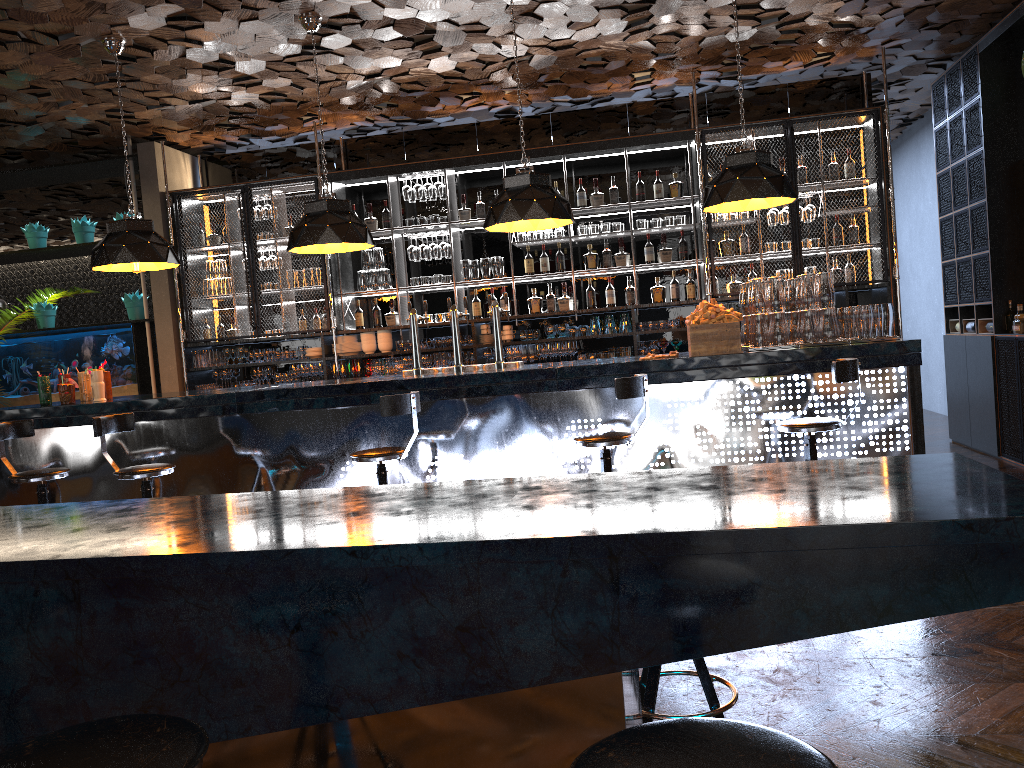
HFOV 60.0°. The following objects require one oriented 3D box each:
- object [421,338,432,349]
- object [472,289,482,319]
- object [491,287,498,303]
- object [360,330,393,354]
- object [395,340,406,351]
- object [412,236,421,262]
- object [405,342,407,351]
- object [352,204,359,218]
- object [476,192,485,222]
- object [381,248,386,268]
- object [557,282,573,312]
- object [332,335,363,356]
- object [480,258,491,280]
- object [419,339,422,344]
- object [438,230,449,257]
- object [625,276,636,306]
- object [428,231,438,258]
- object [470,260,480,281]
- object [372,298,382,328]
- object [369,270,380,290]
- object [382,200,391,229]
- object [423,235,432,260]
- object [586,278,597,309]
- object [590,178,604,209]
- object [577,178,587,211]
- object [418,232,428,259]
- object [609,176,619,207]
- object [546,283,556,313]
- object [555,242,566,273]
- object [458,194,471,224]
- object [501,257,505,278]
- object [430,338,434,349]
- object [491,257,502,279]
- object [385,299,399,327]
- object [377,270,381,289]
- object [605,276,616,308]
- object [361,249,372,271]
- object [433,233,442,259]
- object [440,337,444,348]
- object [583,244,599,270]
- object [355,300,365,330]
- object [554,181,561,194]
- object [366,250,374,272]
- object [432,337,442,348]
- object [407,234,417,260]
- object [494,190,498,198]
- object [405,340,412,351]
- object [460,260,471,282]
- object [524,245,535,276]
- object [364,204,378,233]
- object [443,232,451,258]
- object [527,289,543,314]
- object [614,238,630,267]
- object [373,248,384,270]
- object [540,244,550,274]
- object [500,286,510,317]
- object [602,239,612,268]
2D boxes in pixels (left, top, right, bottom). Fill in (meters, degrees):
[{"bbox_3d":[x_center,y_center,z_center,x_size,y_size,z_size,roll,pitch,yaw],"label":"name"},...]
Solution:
[{"bbox_3d":[-0.816,-0.386,8.483,0.109,0.100,0.109,-5,3,-7],"label":"object"},{"bbox_3d":[-0.341,-0.766,8.539,0.086,0.299,0.086,-6,3,-31],"label":"object"},{"bbox_3d":[-0.182,-0.780,8.537,0.086,0.298,0.086,-6,3,-31],"label":"object"},{"bbox_3d":[-1.309,-0.408,8.586,0.309,0.216,0.149,-4,3,7],"label":"object"},{"bbox_3d":[-1.062,-0.364,8.464,0.100,0.100,0.089,-4,3,14],"label":"object"},{"bbox_3d":[-0.935,-1.324,8.672,0.092,0.244,0.092,-6,3,-30],"label":"object"},{"bbox_3d":[-1.050,-0.370,8.577,0.100,0.100,0.089,-6,3,-18],"label":"object"},{"bbox_3d":[-1.545,-1.614,8.713,0.086,0.298,0.086,-6,3,-31],"label":"object"},{"bbox_3d":[-0.303,-1.690,8.470,0.083,0.282,0.083,-5,3,-5],"label":"object"},{"bbox_3d":[-1.301,-1.229,8.756,0.105,0.209,0.105,-7,3,-35],"label":"object"},{"bbox_3d":[0.502,-0.818,8.375,0.123,0.279,0.123,-4,3,23],"label":"object"},{"bbox_3d":[-1.607,-0.377,8.671,0.306,0.195,0.300,-4,3,11],"label":"object"},{"bbox_3d":[-0.249,-1.093,8.462,0.105,0.209,0.105,-7,3,-35],"label":"object"},{"bbox_3d":[-0.930,-0.387,8.723,0.089,0.100,0.100,-5,3,3],"label":"object"},{"bbox_3d":[-0.654,-1.337,8.457,0.092,0.244,0.092,-6,3,-30],"label":"object"},{"bbox_3d":[1.102,-0.866,8.287,0.083,0.282,0.083,-5,3,-5],"label":"object"},{"bbox_3d":[-0.756,-1.330,8.475,0.092,0.244,0.092,-6,3,-30],"label":"object"},{"bbox_3d":[-0.360,-1.089,8.570,0.105,0.209,0.105,-7,3,-35],"label":"object"},{"bbox_3d":[-1.323,-0.692,8.675,0.086,0.297,0.086,-2,4,43],"label":"object"},{"bbox_3d":[-1.350,-1.012,8.677,0.105,0.209,0.105,-7,3,-35],"label":"object"},{"bbox_3d":[-1.221,-1.637,8.630,0.086,0.299,0.086,-6,3,-31],"label":"object"},{"bbox_3d":[-0.826,-1.332,8.654,0.092,0.244,0.092,-6,3,-30],"label":"object"},{"bbox_3d":[0.739,-0.846,8.323,0.086,0.297,0.086,-2,4,43],"label":"object"},{"bbox_3d":[0.788,-1.775,8.270,0.123,0.279,0.123,-5,3,-1],"label":"object"},{"bbox_3d":[0.652,-1.777,8.314,0.086,0.298,0.086,-6,3,-31],"label":"object"},{"bbox_3d":[-0.853,-1.323,8.492,0.092,0.244,0.092,-6,3,-30],"label":"object"},{"bbox_3d":[0.949,-1.790,8.256,0.083,0.282,0.083,-4,3,10],"label":"object"},{"bbox_3d":[0.368,-0.811,8.412,0.083,0.282,0.083,-4,3,10],"label":"object"},{"bbox_3d":[0.454,-1.190,8.378,0.086,0.297,0.086,-6,3,-31],"label":"object"},{"bbox_3d":[-0.457,-1.676,8.498,0.123,0.279,0.123,-5,3,-2],"label":"object"},{"bbox_3d":[-0.117,-1.107,8.525,0.105,0.209,0.105,-7,3,-35],"label":"object"},{"bbox_3d":[-0.790,-0.395,8.639,0.109,0.100,0.109,-5,3,-7],"label":"object"},{"bbox_3d":[-0.146,-1.099,8.420,0.105,0.209,0.105,-7,3,-35],"label":"object"},{"bbox_3d":[-1.166,-0.694,8.660,0.123,0.279,0.123,-4,3,23],"label":"object"},{"bbox_3d":[-1.339,-1.018,8.785,0.105,0.209,0.105,-7,3,-35],"label":"object"},{"bbox_3d":[0.923,-0.861,8.324,0.086,0.298,0.086,-6,3,-31],"label":"object"},{"bbox_3d":[-1.427,-1.215,8.676,0.105,0.209,0.105,-7,3,-35],"label":"object"},{"bbox_3d":[-0.729,-1.340,8.637,0.092,0.244,0.092,-6,3,-30],"label":"object"},{"bbox_3d":[-0.693,-0.400,8.568,0.093,0.099,0.093,-5,3,-3],"label":"object"},{"bbox_3d":[0.739,-1.185,8.327,0.151,0.248,0.094,-5,3,-1],"label":"object"},{"bbox_3d":[-1.506,-0.679,8.738,0.086,0.299,0.086,-6,3,-31],"label":"object"},{"bbox_3d":[0.423,-1.759,8.359,0.086,0.298,0.086,-6,3,-31],"label":"object"},{"bbox_3d":[-1.415,-1.221,8.787,0.105,0.209,0.105,-7,3,-35],"label":"object"},{"bbox_3d":[-0.711,-0.393,8.461,0.093,0.099,0.093,-3,3,26],"label":"object"},{"bbox_3d":[-0.962,-1.315,8.510,0.092,0.244,0.092,-6,3,-30],"label":"object"},{"bbox_3d":[-0.139,-1.702,8.443,0.083,0.282,0.083,-3,3,25],"label":"object"},{"bbox_3d":[-0.972,-0.373,8.505,0.100,0.100,0.089,-7,4,-44],"label":"object"},{"bbox_3d":[-0.441,-1.077,8.467,0.105,0.209,0.105,-7,3,-35],"label":"object"},{"bbox_3d":[0.162,-1.167,8.431,0.086,0.299,0.086,-6,3,-31],"label":"object"},{"bbox_3d":[-1.376,-1.614,8.640,0.123,0.279,0.123,-5,3,-2],"label":"object"},{"bbox_3d":[-0.627,-1.347,8.620,0.092,0.244,0.092,-6,3,-30],"label":"object"},{"bbox_3d":[0.218,-0.782,8.438,0.151,0.248,0.094,-5,3,-1],"label":"object"},{"bbox_3d":[1.024,-1.221,8.264,0.123,0.279,0.123,-4,3,23],"label":"object"},{"bbox_3d":[-1.311,-1.224,8.665,0.105,0.209,0.105,-7,3,-35],"label":"object"},{"bbox_3d":[0.309,-1.181,8.431,0.086,0.298,0.086,-6,3,-31],"label":"object"},{"bbox_3d":[-0.069,-0.787,8.494,0.086,0.298,0.086,-6,3,-31],"label":"object"},{"bbox_3d":[0.890,-1.214,8.301,0.083,0.282,0.083,-4,3,10],"label":"object"}]
